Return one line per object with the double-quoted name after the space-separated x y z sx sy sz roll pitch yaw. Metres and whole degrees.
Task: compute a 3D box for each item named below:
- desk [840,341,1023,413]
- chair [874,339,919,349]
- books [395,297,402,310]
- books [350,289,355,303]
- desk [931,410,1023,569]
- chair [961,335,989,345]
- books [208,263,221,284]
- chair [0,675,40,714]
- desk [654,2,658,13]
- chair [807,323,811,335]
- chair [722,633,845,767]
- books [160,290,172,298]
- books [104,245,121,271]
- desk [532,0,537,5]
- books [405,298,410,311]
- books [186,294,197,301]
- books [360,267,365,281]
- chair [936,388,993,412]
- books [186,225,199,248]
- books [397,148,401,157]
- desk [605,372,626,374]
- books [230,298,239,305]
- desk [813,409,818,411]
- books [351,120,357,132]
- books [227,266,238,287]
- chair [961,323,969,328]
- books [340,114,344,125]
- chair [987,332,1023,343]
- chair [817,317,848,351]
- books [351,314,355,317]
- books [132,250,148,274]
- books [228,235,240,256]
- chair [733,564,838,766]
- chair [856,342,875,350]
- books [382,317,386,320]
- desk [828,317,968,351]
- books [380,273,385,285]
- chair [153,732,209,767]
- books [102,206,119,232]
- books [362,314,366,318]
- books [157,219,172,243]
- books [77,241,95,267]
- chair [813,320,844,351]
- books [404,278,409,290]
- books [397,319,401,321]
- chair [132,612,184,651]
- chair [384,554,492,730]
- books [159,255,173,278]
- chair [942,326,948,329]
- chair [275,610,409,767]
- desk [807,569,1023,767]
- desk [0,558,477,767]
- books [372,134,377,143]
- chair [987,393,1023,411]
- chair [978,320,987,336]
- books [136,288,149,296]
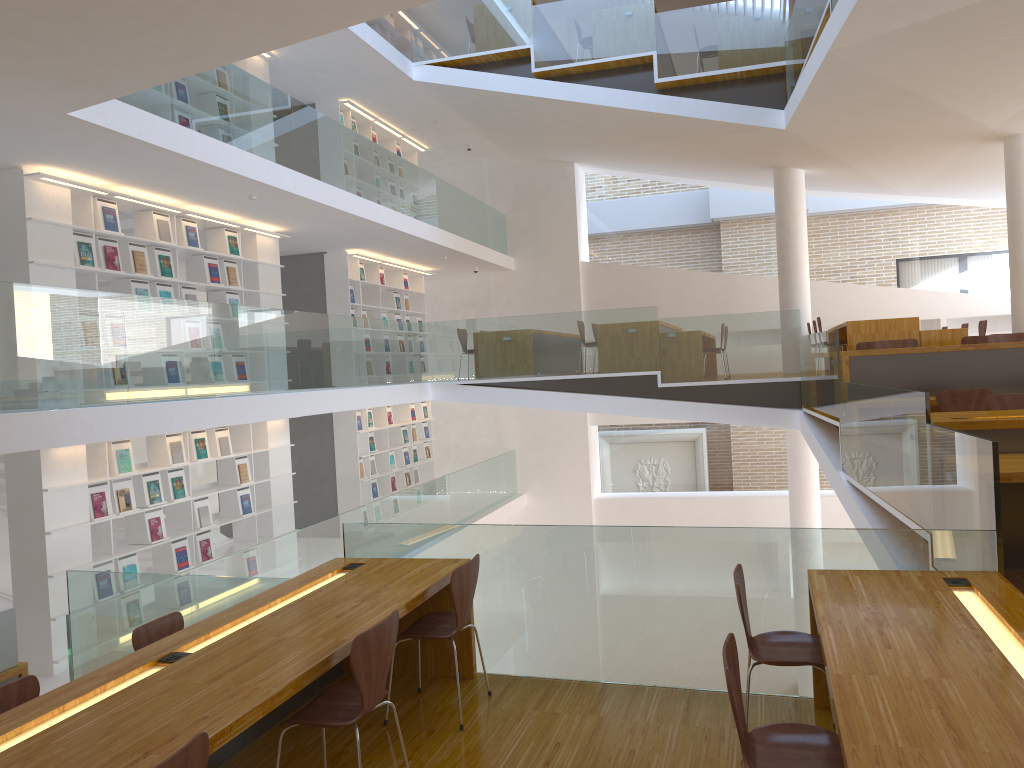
4.420 0.152 7.247 3.216 1.022 1.248 -3 1 16 "desk"
3.610 -0.070 8.243 0.428 0.693 0.381 -3 1 16 "chair"
-1.749 -1.235 13.662 0.037 0.210 0.145 -3 1 16 "books"
-2.189 -1.191 12.105 0.037 0.210 0.145 -3 1 16 "books"
3.843 0.520 4.334 3.243 0.785 1.527 -3 1 16 "desk"
4.679 -0.136 8.859 0.428 0.693 0.381 -3 1 16 "chair"
-3.014 -1.114 8.984 0.037 0.210 0.145 -3 1 16 "books"
-1.891 1.565 3.537 0.381 0.693 0.428 -3 1 16 "chair"
1.772 -4.255 12.136 0.760 0.606 3.196 -3 1 16 "desk"
4.267 -0.505 12.179 0.381 0.693 0.428 -3 1 16 "chair"
0.825 1.119 2.580 0.381 0.693 0.428 -3 1 16 "chair"
-3.208 -0.760 8.243 0.037 0.210 0.145 -3 1 16 "books"
-3.414 -1.072 7.578 0.037 0.210 0.145 -3 1 16 "books"
0.333 -4.490 12.539 0.760 0.606 3.196 -3 1 16 "desk"
-1.653 -1.245 13.998 0.037 0.210 0.145 -3 1 16 "books"
-3.101 -0.764 8.607 0.037 0.210 0.145 -3 1 16 "books"
-2.107 -1.530 12.459 0.037 0.210 0.145 -3 1 16 "books"
3.464 0.380 6.840 0.428 0.693 0.381 -3 1 16 "chair"
-3.120 -1.434 8.658 0.037 0.210 0.145 -3 1 16 "books"
-1.778 -3.606 13.965 0.037 0.210 0.145 -3 1 16 "books"
2.088 -0.424 12.195 1.248 0.757 3.196 -3 1 16 "desk"
-2.902 -0.789 9.307 0.037 0.210 0.145 -3 1 16 "books"
4.881 -0.109 9.221 3.356 0.606 0.760 -3 1 16 "desk"
-2.216 -3.577 12.430 0.037 0.210 0.145 -3 1 16 "books"
-2.927 -1.120 9.288 0.037 0.210 0.145 -3 1 16 "books"
5.674 -0.425 11.438 0.381 0.693 0.428 -3 1 16 "chair"
-2.326 -3.570 12.044 0.037 0.210 0.145 -3 1 16 "books"
4.543 -0.116 7.977 0.428 0.693 0.381 -3 1 16 "chair"
3.853 -0.460 10.578 0.381 0.693 0.428 -3 1 16 "chair"
-2.173 -0.854 12.103 0.037 0.210 0.145 -3 1 16 "books"
-3.319 -1.080 7.911 0.037 0.210 0.145 -3 1 16 "books"
-2.928 -1.451 9.332 0.037 0.210 0.145 -3 1 16 "books"
1.090 1.092 3.514 0.381 0.693 0.428 -3 1 16 "chair"
3.746 -0.090 9.126 0.428 0.693 0.381 -3 1 16 "chair"
-1.884 -0.890 13.129 0.037 0.210 0.145 -3 1 16 "books"
4.869 -0.409 11.472 1.247 0.762 3.194 -3 1 16 "desk"
-1.918 -1.534 13.120 0.037 0.210 0.145 -3 1 16 "books"
-0.961 1.221 2.098 0.381 0.693 0.428 -3 1 16 "chair"
-3.428 -1.402 7.574 0.037 0.210 0.145 -3 1 16 "books"
-2.075 -0.874 12.457 0.037 0.210 0.145 -3 1 16 "books"
-3.234 -1.420 8.254 0.037 0.210 0.145 -3 1 16 "books"
-3.498 -1.059 7.285 0.037 0.210 0.145 -3 1 16 "books"
4.119 -0.487 11.512 0.381 0.693 0.428 -3 1 16 "chair"
-1.670 -1.559 13.994 0.037 0.210 0.145 -3 1 16 "books"
-1.728 -0.899 13.666 0.037 0.210 0.145 -3 1 16 "books"
-1.626 1.538 4.471 0.381 0.693 0.428 -3 1 16 "chair"
-0.352 1.160 4.098 0.381 0.693 0.428 -3 1 16 "chair"
-3.219 -1.090 8.252 0.037 0.210 0.145 -3 1 16 "books"
5.943 -0.455 12.524 0.381 0.693 0.428 -3 1 16 "chair"
-0.618 1.188 3.164 0.381 0.693 0.428 -3 1 16 "chair"
1.252 1.149 2.293 0.760 0.606 3.185 -3 1 16 "desk"
-1.231 1.424 3.205 1.285 0.918 3.236 -3 1 16 "desk"
-2.027 -3.580 13.091 0.037 0.210 0.145 -3 1 16 "books"
3.226 0.408 5.513 0.428 0.693 0.381 -3 1 16 "chair"
5.409 -0.398 10.504 0.381 0.693 0.428 -3 1 16 "chair"
-3.294 -0.749 7.930 0.037 0.210 0.145 -3 1 16 "books"
